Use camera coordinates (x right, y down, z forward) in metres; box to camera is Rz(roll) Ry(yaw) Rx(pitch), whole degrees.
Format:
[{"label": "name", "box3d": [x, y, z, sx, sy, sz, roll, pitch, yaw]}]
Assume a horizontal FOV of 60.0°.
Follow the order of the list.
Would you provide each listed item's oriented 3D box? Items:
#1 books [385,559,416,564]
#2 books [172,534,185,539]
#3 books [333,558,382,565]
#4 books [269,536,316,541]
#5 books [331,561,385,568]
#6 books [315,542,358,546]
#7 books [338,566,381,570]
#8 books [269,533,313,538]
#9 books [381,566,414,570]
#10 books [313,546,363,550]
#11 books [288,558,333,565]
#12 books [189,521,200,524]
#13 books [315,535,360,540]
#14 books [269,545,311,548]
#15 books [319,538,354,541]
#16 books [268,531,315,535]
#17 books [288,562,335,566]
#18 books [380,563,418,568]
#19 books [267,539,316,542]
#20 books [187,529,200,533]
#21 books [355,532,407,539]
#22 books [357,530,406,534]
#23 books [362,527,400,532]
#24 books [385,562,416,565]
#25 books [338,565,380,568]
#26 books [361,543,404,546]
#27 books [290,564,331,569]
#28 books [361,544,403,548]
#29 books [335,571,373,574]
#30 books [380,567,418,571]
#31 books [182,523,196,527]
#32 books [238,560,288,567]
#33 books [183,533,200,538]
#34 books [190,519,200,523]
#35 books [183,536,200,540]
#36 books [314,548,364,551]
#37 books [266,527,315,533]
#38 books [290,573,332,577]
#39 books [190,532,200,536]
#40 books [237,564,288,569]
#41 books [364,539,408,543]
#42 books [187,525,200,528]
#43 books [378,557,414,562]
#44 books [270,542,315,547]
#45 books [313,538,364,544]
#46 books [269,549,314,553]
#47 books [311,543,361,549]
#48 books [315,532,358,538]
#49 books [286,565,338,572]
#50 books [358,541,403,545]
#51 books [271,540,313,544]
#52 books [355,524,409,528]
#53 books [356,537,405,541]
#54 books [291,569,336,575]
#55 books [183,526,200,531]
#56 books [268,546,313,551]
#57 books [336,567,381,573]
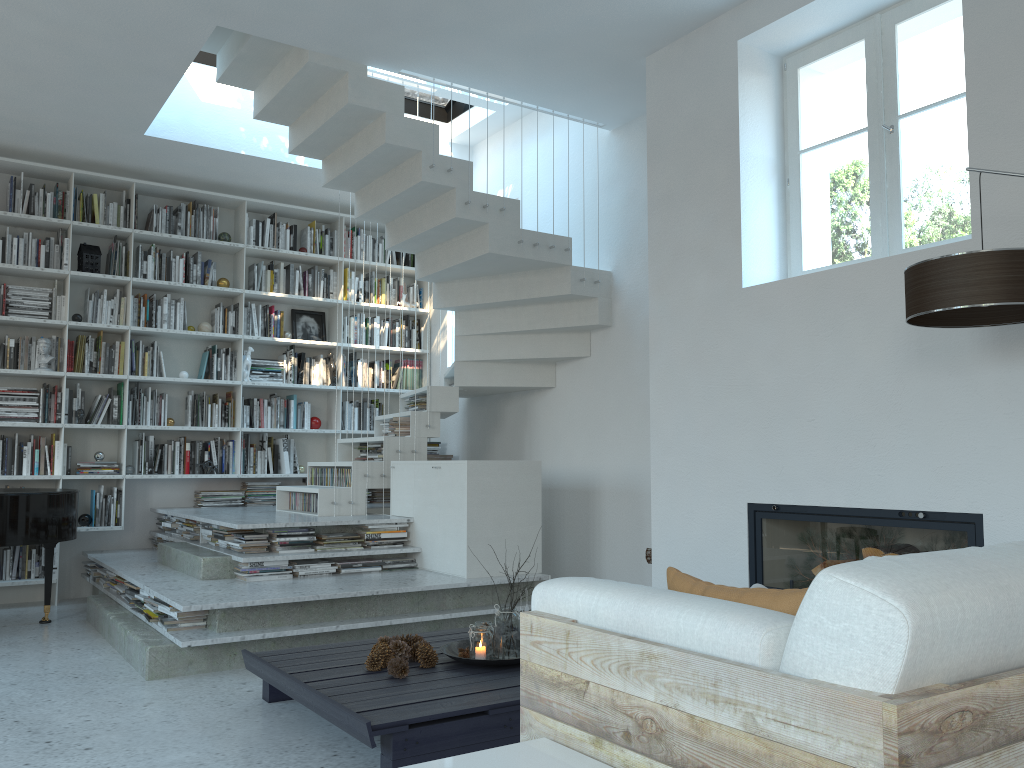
[{"label": "books", "box3d": [-0.731, 1.101, 5.518, 0.229, 0.014, 0.133, 4, -6, -34]}, {"label": "books", "box3d": [-2.285, 1.078, 6.303, 0.183, 0.012, 0.296, 4, -6, -34]}, {"label": "books", "box3d": [-0.948, 1.069, 5.352, 0.275, 0.009, 0.176, 3, -6, -33]}, {"label": "books", "box3d": [-1.302, 0.911, 5.253, 0.230, 0.015, 0.190, 3, -6, -28]}, {"label": "books", "box3d": [-0.937, 1.082, 5.347, 0.287, 0.018, 0.190, 4, -6, -34]}, {"label": "books", "box3d": [-1.077, 0.972, 5.415, 0.214, 0.015, 0.177, 3, -6, -32]}, {"label": "books", "box3d": [-0.941, 1.102, 5.353, 0.254, 0.005, 0.161, 4, -7, -37]}, {"label": "books", "box3d": [-1.316, 0.896, 5.276, 0.221, 0.018, 0.154, 3, -6, -32]}, {"label": "books", "box3d": [-0.725, 1.136, 5.505, 0.179, 0.010, 0.160, 3, -6, -33]}, {"label": "books", "box3d": [-1.074, 0.996, 5.410, 0.287, 0.005, 0.165, 3, -6, -28]}, {"label": "books", "box3d": [-1.186, 1.043, 5.211, 0.220, 0.013, 0.149, 4, -6, -34]}, {"label": "books", "box3d": [-2.106, 0.951, 6.086, 0.128, 0.013, 0.296, 4, -6, -35]}, {"label": "books", "box3d": [-1.078, 0.934, 5.420, 0.246, 0.013, 0.173, 4, -6, -34]}, {"label": "books", "box3d": [-1.320, 0.960, 5.276, 0.207, 0.012, 0.131, 4, -7, -37]}, {"label": "books", "box3d": [-1.081, 0.946, 5.423, 0.179, 0.010, 0.160, 3, -6, -31]}, {"label": "books", "box3d": [-1.312, 0.882, 5.270, 0.228, 0.009, 0.159, 4, -7, -37]}, {"label": "books", "box3d": [-1.184, 1.052, 5.208, 0.242, 0.005, 0.152, 3, -6, -32]}, {"label": "books", "box3d": [-0.726, 1.122, 5.508, 0.234, 0.017, 0.151, 3, -6, -32]}, {"label": "books", "box3d": [-1.314, 0.924, 5.270, 0.260, 0.009, 0.153, 3, -6, -30]}, {"label": "books", "box3d": [-2.117, 1.003, 6.075, 0.159, 0.018, 0.203, 4, -6, -35]}, {"label": "books", "box3d": [-0.827, 0.948, 5.582, 0.284, 0.030, 0.177, 3, -6, -32]}, {"label": "books", "box3d": [-0.823, 0.926, 5.577, 0.261, 0.012, 0.179, 3, -6, -29]}, {"label": "books", "box3d": [-0.827, 0.909, 5.584, 0.192, 0.024, 0.167, 3, -6, -28]}, {"label": "books", "box3d": [-0.728, 1.111, 5.512, 0.225, 0.007, 0.133, 3, -6, -29]}, {"label": "books", "box3d": [-0.951, 1.097, 5.368, 0.273, 0.009, 0.129, 3, -6, -30]}, {"label": "books", "box3d": [-0.832, 1.005, 5.584, 0.259, 0.009, 0.152, 4, -6, -36]}, {"label": "books", "box3d": [-1.188, 1.064, 5.212, 0.211, 0.018, 0.134, 3, -6, -30]}, {"label": "books", "box3d": [-0.826, 1.014, 5.576, 0.220, 0.011, 0.177, 4, -6, -35]}, {"label": "books", "box3d": [-0.950, 1.129, 5.363, 0.249, 0.009, 0.144, 4, -6, -34]}, {"label": "books", "box3d": [-0.722, 1.143, 5.501, 0.261, 0.006, 0.151, 4, -7, -37]}, {"label": "books", "box3d": [-2.128, 0.960, 6.071, 0.187, 0.009, 0.261, 4, -6, -34]}, {"label": "books", "box3d": [-1.416, 1.015, 5.045, 0.234, 0.025, 0.157, 4, -7, -38]}, {"label": "books", "box3d": [-2.126, 1.035, 6.067, 0.178, 0.014, 0.247, 4, -6, -35]}, {"label": "books", "box3d": [-2.115, 0.930, 6.082, 0.139, 0.028, 0.262, 3, -6, -28]}, {"label": "books", "box3d": [-2.131, 1.047, 6.062, 0.182, 0.011, 0.253, 3, -6, -29]}, {"label": "books", "box3d": [-1.074, 1.002, 5.409, 0.291, 0.007, 0.174, 3, -6, -30]}, {"label": "books", "box3d": [-1.323, 0.871, 5.288, 0.261, 0.016, 0.129, 4, -6, -34]}, {"label": "books", "box3d": [-1.184, 1.111, 5.202, 0.208, 0.015, 0.152, 4, -6, -35]}, {"label": "books", "box3d": [-2.107, 1.021, 6.080, 0.138, 0.017, 0.237, 4, -6, -34]}, {"label": "books", "box3d": [-1.423, 1.033, 5.055, 0.257, 0.010, 0.132, 3, -6, -29]}, {"label": "books", "box3d": [-0.821, 0.980, 5.570, 0.281, 0.008, 0.181, 3, -6, -28]}, {"label": "books", "box3d": [-2.122, 0.971, 6.074, 0.161, 0.012, 0.254, 3, -6, -29]}, {"label": "books", "box3d": [-0.731, 1.090, 5.518, 0.215, 0.007, 0.130, 3, -6, -31]}, {"label": "books", "box3d": [-1.307, 0.946, 5.257, 0.215, 0.013, 0.189, 4, -6, -34]}, {"label": "books", "box3d": [-1.068, 0.956, 5.404, 0.273, 0.014, 0.188, 4, -7, -38]}, {"label": "books", "box3d": [-1.309, 0.984, 5.257, 0.216, 0.015, 0.177, 4, -6, -35]}, {"label": "books", "box3d": [-1.085, 0.988, 5.427, 0.294, 0.014, 0.134, 4, -6, -36]}, {"label": "books", "box3d": [-1.074, 0.921, 5.415, 0.203, 0.011, 0.173, 4, -7, -38]}, {"label": "books", "box3d": [-1.181, 1.078, 5.201, 0.272, 0.012, 0.158, 4, -6, -35]}, {"label": "books", "box3d": [-0.835, 0.994, 5.590, 0.262, 0.016, 0.132, 4, -7, -38]}, {"label": "books", "box3d": [-1.312, 0.934, 5.267, 0.210, 0.012, 0.168, 3, -6, -32]}, {"label": "books", "box3d": [-0.821, 0.890, 5.577, 0.285, 0.013, 0.181, 4, -7, -38]}, {"label": "books", "box3d": [-0.832, 0.970, 5.588, 0.268, 0.014, 0.160, 4, -6, -34]}, {"label": "books", "box3d": [-1.176, 1.093, 5.191, 0.232, 0.019, 0.169, 4, -7, -38]}, {"label": "books", "box3d": [-2.125, 0.985, 6.071, 0.179, 0.017, 0.293, 3, -6, -32]}, {"label": "books", "box3d": [-1.317, 0.972, 5.270, 0.227, 0.013, 0.148, 4, -6, -35]}, {"label": "books", "box3d": [-0.938, 1.114, 5.347, 0.250, 0.018, 0.177, 3, -6, -30]}]
